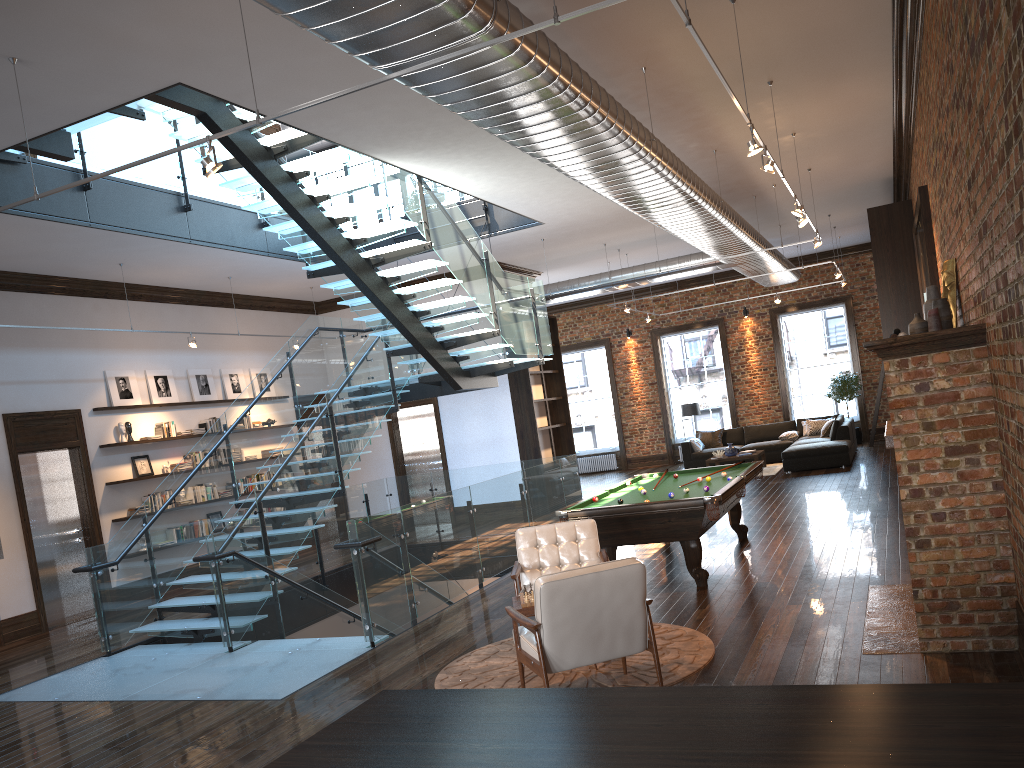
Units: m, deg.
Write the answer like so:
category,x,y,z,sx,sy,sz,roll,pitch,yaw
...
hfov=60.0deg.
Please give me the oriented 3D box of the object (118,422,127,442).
category,x,y,z,sx,sy,sz,roll,pitch,yaw
object,-5.347,0.667,12.169,0.097,0.289,0.098,-9,3,-24

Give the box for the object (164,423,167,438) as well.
category,x,y,z,sx,sy,sz,roll,pitch,yaw
object,-5.054,0.681,12.794,0.155,0.207,0.010,-8,3,24

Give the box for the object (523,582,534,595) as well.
category,x,y,z,sx,sy,sz,roll,pitch,yaw
object,0.239,1.417,6.282,0.334,0.101,0.075,-8,1,-1

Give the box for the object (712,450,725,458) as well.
category,x,y,z,sx,sy,sz,roll,pitch,yaw
object,4.107,1.383,17.543,0.217,0.160,0.220,-8,0,-24

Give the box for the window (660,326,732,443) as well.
category,x,y,z,sx,sy,sz,roll,pitch,yaw
window,4.583,0.043,21.881,1.526,2.761,0.154,-8,3,24

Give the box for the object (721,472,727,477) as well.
category,x,y,z,sx,sy,sz,roll,pitch,yaw
object,2.272,0.971,9.510,0.056,0.057,0.057,-9,0,-21

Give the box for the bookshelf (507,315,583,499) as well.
category,x,y,z,sx,sy,sz,roll,pitch,yaw
bookshelf,0.563,0.516,16.123,0.402,3.527,1.770,-7,2,23

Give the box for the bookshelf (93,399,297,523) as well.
category,x,y,z,sx,sy,sz,roll,pitch,yaw
bookshelf,-4.560,1.278,13.720,0.201,2.060,4.053,-7,0,23

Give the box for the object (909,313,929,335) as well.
category,x,y,z,sx,sy,sz,roll,pitch,yaw
object,2.809,-0.408,6.129,0.135,0.170,0.136,-9,1,-24

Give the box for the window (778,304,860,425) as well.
category,x,y,z,sx,sy,sz,roll,pitch,yaw
window,7.179,-0.385,20.723,1.526,2.761,0.154,-8,3,24

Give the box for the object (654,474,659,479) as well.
category,x,y,z,sx,sy,sz,roll,pitch,yaw
object,1.705,1.091,10.493,0.058,0.058,0.057,-8,0,25

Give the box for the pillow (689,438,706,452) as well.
category,x,y,z,sx,sy,sz,roll,pitch,yaw
pillow,4.061,1.327,19.369,0.245,0.306,0.570,-8,-1,24

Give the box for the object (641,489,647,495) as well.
category,x,y,z,sx,sy,sz,roll,pitch,yaw
object,1.330,1.092,8.953,0.057,0.057,0.057,-8,0,-6

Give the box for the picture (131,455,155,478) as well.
category,x,y,z,sx,sy,sz,roll,pitch,yaw
picture,-5.189,1.154,12.465,0.078,0.301,0.298,-7,1,23

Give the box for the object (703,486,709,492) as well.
category,x,y,z,sx,sy,sz,roll,pitch,yaw
object,1.846,0.996,8.421,0.056,0.057,0.057,-9,1,-44

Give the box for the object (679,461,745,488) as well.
category,x,y,z,sx,sy,sz,roll,pitch,yaw
object,2.215,0.979,9.737,0.028,0.072,1.594,-7,0,39

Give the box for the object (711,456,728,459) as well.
category,x,y,z,sx,sy,sz,roll,pitch,yaw
object,4.104,1.455,17.541,0.200,0.018,0.268,-7,-3,-43

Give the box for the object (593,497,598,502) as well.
category,x,y,z,sx,sy,sz,roll,pitch,yaw
object,0.841,1.164,8.933,0.057,0.057,0.057,-9,0,-19

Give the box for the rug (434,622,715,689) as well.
category,x,y,z,sx,sy,sz,roll,pitch,yaw
rug,0.430,1.950,6.253,1.979,0.015,1.959,-9,-2,25

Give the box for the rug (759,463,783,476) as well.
category,x,y,z,sx,sy,sz,roll,pitch,yaw
rug,4.316,1.785,17.617,2.030,0.003,2.102,-9,-2,24

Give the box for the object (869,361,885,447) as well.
category,x,y,z,sx,sy,sz,roll,pitch,yaw
object,7.886,-0.242,18.861,0.900,3.086,0.492,-7,3,24

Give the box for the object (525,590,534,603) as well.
category,x,y,z,sx,sy,sz,roll,pitch,yaw
object,0.246,1.407,6.024,0.334,0.101,0.075,-8,1,-1

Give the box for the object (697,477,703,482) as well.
category,x,y,z,sx,sy,sz,roll,pitch,yaw
object,1.980,1.009,9.351,0.057,0.057,0.057,-9,0,-11

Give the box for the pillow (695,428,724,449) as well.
category,x,y,z,sx,sy,sz,roll,pitch,yaw
pillow,4.360,1.216,19.649,0.704,0.441,0.303,-9,1,24

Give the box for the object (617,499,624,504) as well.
category,x,y,z,sx,sy,sz,roll,pitch,yaw
object,1.030,1.117,8.417,0.057,0.057,0.056,-8,0,28

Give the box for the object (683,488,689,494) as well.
category,x,y,z,sx,sy,sz,roll,pitch,yaw
object,1.674,1.025,8.516,0.056,0.057,0.057,-9,0,-27

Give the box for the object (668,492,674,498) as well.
category,x,y,z,sx,sy,sz,roll,pitch,yaw
object,1.494,1.044,8.312,0.057,0.057,0.056,-8,0,28

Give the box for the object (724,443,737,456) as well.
category,x,y,z,sx,sy,sz,roll,pitch,yaw
object,4.344,1.304,17.612,0.213,0.252,0.216,-9,1,-34

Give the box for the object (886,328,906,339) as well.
category,x,y,z,sx,sy,sz,roll,pitch,yaw
object,2.920,-0.371,6.690,0.238,0.106,0.235,-9,-1,34

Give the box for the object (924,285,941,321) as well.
category,x,y,z,sx,sy,sz,roll,pitch,yaw
object,2.986,-0.520,6.260,0.144,0.351,0.146,-10,2,-30

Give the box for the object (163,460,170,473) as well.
category,x,y,z,sx,sy,sz,roll,pitch,yaw
object,-4.995,1.197,12.841,0.121,0.187,0.059,-9,2,-31

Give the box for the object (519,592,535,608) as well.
category,x,y,z,sx,sy,sz,roll,pitch,yaw
object,0.252,1.473,6.156,0.388,0.029,0.388,-8,-2,-1

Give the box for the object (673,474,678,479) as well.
category,x,y,z,sx,sy,sz,roll,pitch,yaw
object,1.870,1.053,10.124,0.057,0.057,0.057,-9,0,-18

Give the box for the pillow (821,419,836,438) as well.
category,x,y,z,sx,sy,sz,roll,pitch,yaw
pillow,6.416,0.905,17.994,0.315,0.356,0.625,-8,-1,23

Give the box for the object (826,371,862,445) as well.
category,x,y,z,sx,sy,sz,roll,pitch,yaw
object,7.526,0.627,19.975,0.816,1.870,0.794,-7,2,32

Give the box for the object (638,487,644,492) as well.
category,x,y,z,sx,sy,sz,roll,pitch,yaw
object,1.348,1.100,9.267,0.056,0.057,0.057,-9,0,-29

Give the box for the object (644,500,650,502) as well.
category,x,y,z,sx,sy,sz,roll,pitch,yaw
object,1.219,1.074,8.004,0.057,0.057,0.056,-8,1,42

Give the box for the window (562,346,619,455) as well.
category,x,y,z,sx,sy,sz,roll,pitch,yaw
window,1.989,0.471,23.037,1.526,2.761,0.154,-8,3,24

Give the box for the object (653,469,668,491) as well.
category,x,y,z,sx,sy,sz,roll,pitch,yaw
object,1.675,1.068,9.978,0.028,0.072,1.599,-8,-2,15

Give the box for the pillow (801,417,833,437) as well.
category,x,y,z,sx,sy,sz,roll,pitch,yaw
pillow,6.449,0.917,18.682,0.706,0.339,0.268,-9,1,24

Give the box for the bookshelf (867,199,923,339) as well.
category,x,y,z,sx,sy,sz,roll,pitch,yaw
bookshelf,7.192,-0.711,16.279,0.602,4.009,7.366,-7,0,23

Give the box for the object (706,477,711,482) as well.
category,x,y,z,sx,sy,sz,roll,pitch,yaw
object,2.050,0.995,9.257,0.057,0.057,0.056,-8,0,24

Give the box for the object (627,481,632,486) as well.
category,x,y,z,sx,sy,sz,roll,pitch,yaw
object,1.325,1.131,10.043,0.057,0.057,0.056,-8,0,22

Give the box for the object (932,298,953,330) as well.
category,x,y,z,sx,sy,sz,roll,pitch,yaw
object,2.950,-0.467,6.085,0.121,0.243,0.119,-7,3,43

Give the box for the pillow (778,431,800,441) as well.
category,x,y,z,sx,sy,sz,roll,pitch,yaw
pillow,5.858,1.104,18.729,0.411,0.204,0.607,-9,-2,21

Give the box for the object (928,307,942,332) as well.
category,x,y,z,sx,sy,sz,roll,pitch,yaw
object,2.856,-0.423,6.001,0.081,0.179,0.082,-9,2,-24

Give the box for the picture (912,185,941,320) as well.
category,x,y,z,sx,sy,sz,roll,pitch,yaw
picture,4.843,-0.480,10.151,0.080,3.010,3.182,-7,1,23

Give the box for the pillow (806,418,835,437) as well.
category,x,y,z,sx,sy,sz,roll,pitch,yaw
pillow,6.441,0.885,18.487,0.614,0.362,0.286,-9,1,28
